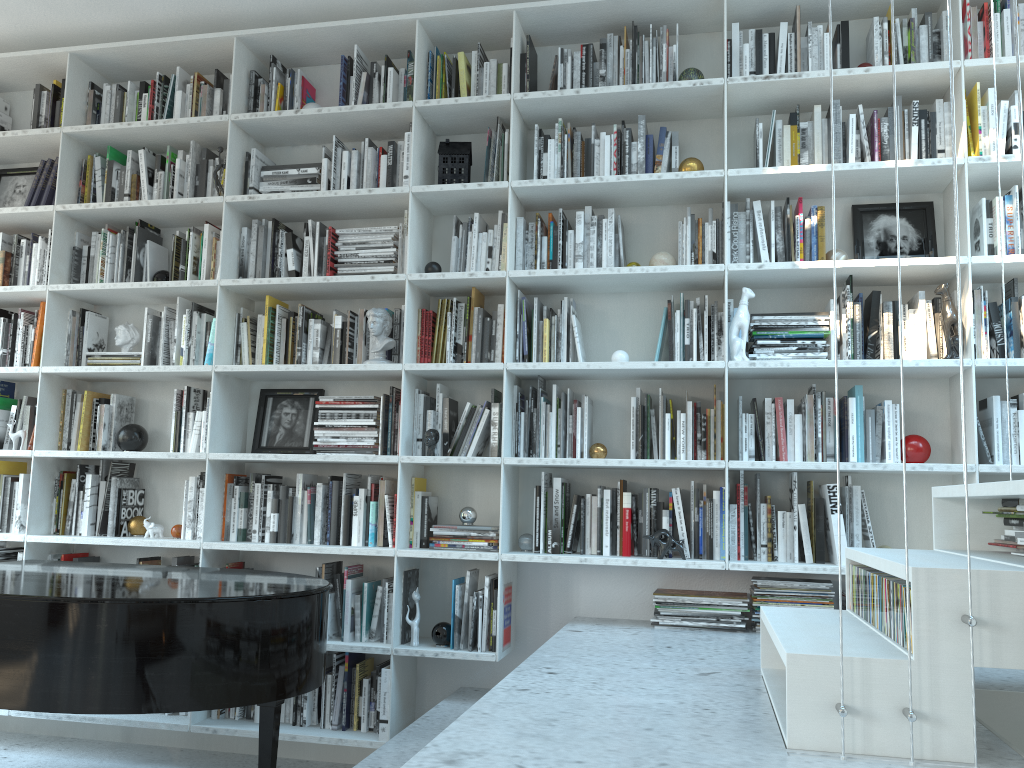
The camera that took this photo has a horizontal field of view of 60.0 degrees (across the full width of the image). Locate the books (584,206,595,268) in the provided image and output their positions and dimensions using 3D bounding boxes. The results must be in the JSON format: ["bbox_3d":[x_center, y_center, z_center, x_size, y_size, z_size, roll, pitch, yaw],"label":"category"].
[{"bbox_3d":[0.323,-0.566,3.663,0.027,0.295,0.159,0,-7,12],"label":"books"}]

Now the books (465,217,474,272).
[{"bbox_3d":[-0.171,-0.555,3.767,0.019,0.275,0.146,0,-7,12],"label":"books"}]

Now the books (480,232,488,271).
[{"bbox_3d":[-0.099,-0.517,3.733,0.027,0.196,0.185,0,-7,12],"label":"books"}]

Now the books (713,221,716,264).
[{"bbox_3d":[0.806,-0.525,3.535,0.013,0.204,0.174,0,-7,12],"label":"books"}]

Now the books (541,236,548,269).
[{"bbox_3d":[0.146,-0.508,3.693,0.021,0.178,0.137,0,-7,12],"label":"books"}]

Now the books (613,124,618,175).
[{"bbox_3d":[0.433,-0.916,3.672,0.012,0.264,0.156,0,-7,12],"label":"books"}]

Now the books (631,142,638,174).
[{"bbox_3d":[0.511,-0.875,3.649,0.027,0.181,0.176,0,-7,12],"label":"books"}]

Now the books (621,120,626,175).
[{"bbox_3d":[0.467,-0.925,3.680,0.012,0.284,0.159,0,-7,12],"label":"books"}]

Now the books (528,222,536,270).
[{"bbox_3d":[0.096,-0.538,3.716,0.030,0.242,0.138,0,-7,12],"label":"books"}]

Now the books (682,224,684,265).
[{"bbox_3d":[0.692,-0.523,3.578,0.005,0.205,0.154,0,-7,12],"label":"books"}]

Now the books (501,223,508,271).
[{"bbox_3d":[-0.013,-0.535,3.707,0.028,0.229,0.177,0,-7,12],"label":"books"}]

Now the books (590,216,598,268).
[{"bbox_3d":[0.344,-0.543,3.640,0.025,0.244,0.183,0,-7,12],"label":"books"}]

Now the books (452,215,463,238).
[{"bbox_3d":[-0.232,-0.559,3.786,0.018,0.285,0.159,0,-7,12],"label":"books"}]

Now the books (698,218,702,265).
[{"bbox_3d":[0.756,-0.534,3.565,0.016,0.227,0.160,0,-7,12],"label":"books"}]

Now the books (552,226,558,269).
[{"bbox_3d":[0.195,-0.527,3.683,0.026,0.215,0.161,0,-7,12],"label":"books"}]

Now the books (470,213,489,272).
[{"bbox_3d":[-0.135,-0.558,3.731,0.028,0.275,0.187,0,-7,12],"label":"books"}]

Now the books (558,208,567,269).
[{"bbox_3d":[0.211,-0.561,3.664,0.014,0.280,0.177,0,-7,12],"label":"books"}]

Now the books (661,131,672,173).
[{"bbox_3d":[0.631,-0.893,3.624,0.048,0.216,0.182,0,-7,12],"label":"books"}]

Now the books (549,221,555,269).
[{"bbox_3d":[0.176,-0.537,3.686,0.013,0.236,0.157,0,-7,12],"label":"books"}]

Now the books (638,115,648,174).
[{"bbox_3d":[0.537,-0.928,3.637,0.029,0.285,0.183,0,-7,12],"label":"books"}]

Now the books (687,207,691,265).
[{"bbox_3d":[0.711,-0.555,3.564,0.015,0.267,0.164,0,-7,12],"label":"books"}]

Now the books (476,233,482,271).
[{"bbox_3d":[-0.118,-0.517,3.734,0.024,0.194,0.173,0,-7,12],"label":"books"}]

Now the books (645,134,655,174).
[{"bbox_3d":[0.568,-0.891,3.640,0.030,0.212,0.157,0,-7,12],"label":"books"}]

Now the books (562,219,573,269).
[{"bbox_3d":[0.230,-0.539,3.663,0.022,0.237,0.164,0,-7,12],"label":"books"}]

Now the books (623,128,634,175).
[{"bbox_3d":[0.483,-0.904,3.654,0.030,0.237,0.186,0,-7,12],"label":"books"}]

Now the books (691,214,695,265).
[{"bbox_3d":[0.729,-0.542,3.570,0.016,0.243,0.152,0,-7,12],"label":"books"}]

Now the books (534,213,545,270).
[{"bbox_3d":[0.117,-0.557,3.710,0.014,0.278,0.154,0,-7,12],"label":"books"}]

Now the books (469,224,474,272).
[{"bbox_3d":[-0.147,-0.536,3.753,0.023,0.235,0.178,0,-7,12],"label":"books"}]

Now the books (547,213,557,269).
[{"bbox_3d":[0.168,-0.558,3.711,0.014,0.283,0.135,0,-7,12],"label":"books"}]

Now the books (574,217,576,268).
[{"bbox_3d":[0.274,-0.547,3.670,0.011,0.256,0.131,0,-7,12],"label":"books"}]

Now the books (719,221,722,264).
[{"bbox_3d":[0.831,-0.525,3.533,0.012,0.206,0.169,0,-7,12],"label":"books"}]

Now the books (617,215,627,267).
[{"bbox_3d":[0.454,-0.545,3.635,0.034,0.254,0.161,0,-7,12],"label":"books"}]

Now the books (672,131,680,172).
[{"bbox_3d":[0.671,-0.897,3.634,0.026,0.229,0.140,0,-7,12],"label":"books"}]

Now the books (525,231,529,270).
[{"bbox_3d":[0.075,-0.522,3.723,0.013,0.209,0.140,0,-7,12],"label":"books"}]

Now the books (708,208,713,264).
[{"bbox_3d":[0.793,-0.551,3.542,0.016,0.256,0.176,0,-7,12],"label":"books"}]

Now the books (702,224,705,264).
[{"bbox_3d":[0.771,-0.523,3.565,0.012,0.206,0.138,0,-7,12],"label":"books"}]

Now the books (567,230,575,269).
[{"bbox_3d":[0.254,-0.517,3.664,0.025,0.194,0.171,0,-7,12],"label":"books"}]

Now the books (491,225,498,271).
[{"bbox_3d":[-0.058,-0.535,3.734,0.024,0.233,0.150,0,-7,12],"label":"books"}]

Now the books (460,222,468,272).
[{"bbox_3d":[-0.186,-0.542,3.768,0.028,0.249,0.164,0,-7,12],"label":"books"}]

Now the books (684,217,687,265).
[{"bbox_3d":[0.701,-0.536,3.576,0.012,0.232,0.154,0,-7,12],"label":"books"}]

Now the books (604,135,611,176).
[{"bbox_3d":[0.402,-0.890,3.660,0.021,0.209,0.181,0,-7,12],"label":"books"}]

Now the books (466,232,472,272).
[{"bbox_3d":[-0.161,-0.521,3.760,0.023,0.207,0.171,0,-7,12],"label":"books"}]

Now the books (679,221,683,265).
[{"bbox_3d":[0.683,-0.529,3.585,0.015,0.220,0.140,0,-7,12],"label":"books"}]

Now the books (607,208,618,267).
[{"bbox_3d":[0.412,-0.558,3.622,0.024,0.272,0.170,0,-7,12],"label":"books"}]

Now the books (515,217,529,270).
[{"bbox_3d":[0.050,-0.546,3.703,0.028,0.251,0.190,0,-7,12],"label":"books"}]

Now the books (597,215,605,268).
[{"bbox_3d":[0.372,-0.549,3.655,0.024,0.261,0.134,0,-7,12],"label":"books"}]

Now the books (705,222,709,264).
[{"bbox_3d":[0.780,-0.522,3.551,0.013,0.201,0.173,0,-7,12],"label":"books"}]

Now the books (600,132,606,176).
[{"bbox_3d":[0.385,-0.902,3.681,0.023,0.236,0.149,0,-7,12],"label":"books"}]

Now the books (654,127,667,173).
[{"bbox_3d":[0.607,-0.904,3.622,0.054,0.235,0.171,0,-7,12],"label":"books"}]

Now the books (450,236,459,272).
[{"bbox_3d":[-0.226,-0.512,3.757,0.028,0.185,0.181,0,-7,12],"label":"books"}]

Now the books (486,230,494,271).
[{"bbox_3d":[-0.078,-0.524,3.730,0.029,0.211,0.158,0,-7,12],"label":"books"}]

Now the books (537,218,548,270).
[{"bbox_3d":[0.127,-0.544,3.689,0.014,0.247,0.177,0,-7,12],"label":"books"}]

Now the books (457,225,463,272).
[{"bbox_3d":[-0.202,-0.537,3.776,0.024,0.242,0.159,0,-7,12],"label":"books"}]

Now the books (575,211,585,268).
[{"bbox_3d":[0.289,-0.553,3.642,0.030,0.262,0.182,0,-7,12],"label":"books"}]

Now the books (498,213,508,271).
[{"bbox_3d":[-0.025,-0.557,3.729,0.025,0.277,0.173,0,-7,12],"label":"books"}]

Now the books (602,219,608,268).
[{"bbox_3d":[0.391,-0.536,3.635,0.021,0.232,0.183,0,-7,12],"label":"books"}]

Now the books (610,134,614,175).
[{"bbox_3d":[0.421,-0.895,3.671,0.011,0.222,0.159,0,-7,12],"label":"books"}]

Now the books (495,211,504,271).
[{"bbox_3d":[-0.040,-0.564,3.735,0.028,0.293,0.154,0,-7,12],"label":"books"}]
